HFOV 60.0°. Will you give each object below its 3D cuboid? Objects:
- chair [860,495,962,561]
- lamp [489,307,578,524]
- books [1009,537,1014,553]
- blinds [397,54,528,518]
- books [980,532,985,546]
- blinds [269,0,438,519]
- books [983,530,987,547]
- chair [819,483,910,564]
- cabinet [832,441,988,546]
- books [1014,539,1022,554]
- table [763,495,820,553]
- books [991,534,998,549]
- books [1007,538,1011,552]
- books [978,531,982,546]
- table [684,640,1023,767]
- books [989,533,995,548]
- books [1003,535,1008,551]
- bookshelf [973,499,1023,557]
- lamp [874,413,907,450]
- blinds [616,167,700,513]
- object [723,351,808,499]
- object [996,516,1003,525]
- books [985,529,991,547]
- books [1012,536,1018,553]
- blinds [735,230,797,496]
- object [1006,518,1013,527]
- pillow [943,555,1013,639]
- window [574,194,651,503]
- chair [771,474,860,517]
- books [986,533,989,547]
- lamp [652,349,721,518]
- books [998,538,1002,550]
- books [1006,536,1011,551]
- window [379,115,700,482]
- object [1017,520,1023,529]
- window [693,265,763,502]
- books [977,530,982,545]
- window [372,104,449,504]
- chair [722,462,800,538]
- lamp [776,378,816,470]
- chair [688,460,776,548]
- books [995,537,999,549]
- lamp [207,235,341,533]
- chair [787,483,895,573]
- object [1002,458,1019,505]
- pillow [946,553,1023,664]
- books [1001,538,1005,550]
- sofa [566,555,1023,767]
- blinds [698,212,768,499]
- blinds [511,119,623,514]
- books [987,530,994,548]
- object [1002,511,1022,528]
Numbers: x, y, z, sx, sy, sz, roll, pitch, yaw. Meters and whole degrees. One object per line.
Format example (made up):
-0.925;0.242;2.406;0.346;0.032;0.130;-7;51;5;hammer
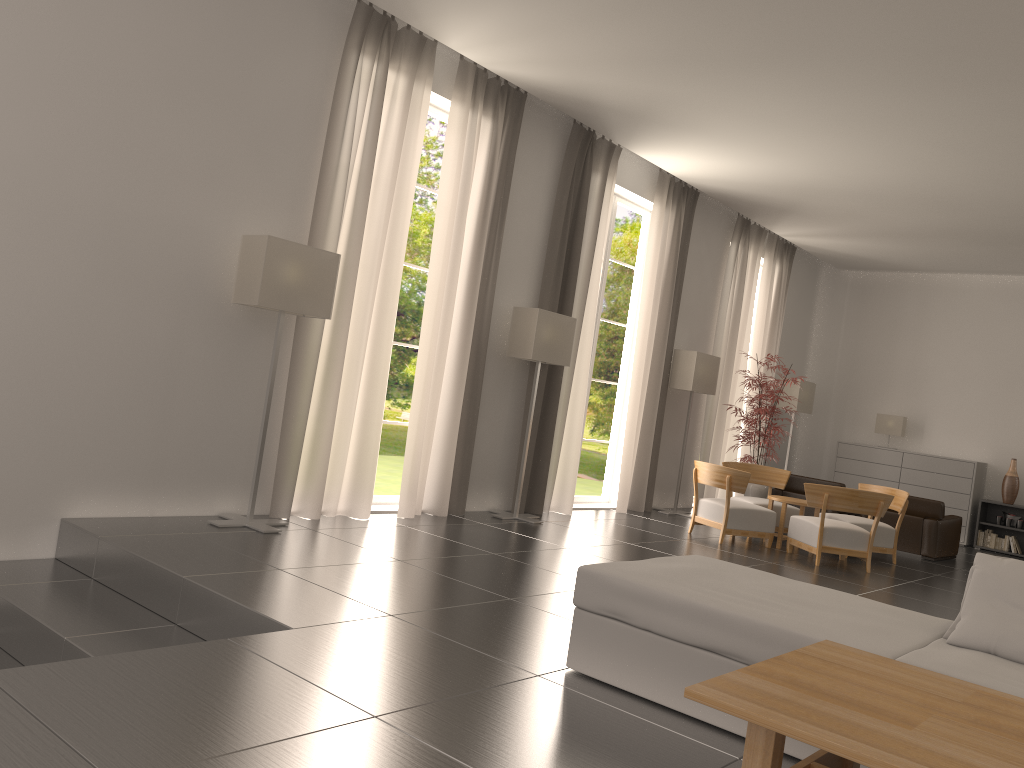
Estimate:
7.530;2.636;16.832;1.540;1.076;1.497;8;-1;40;chair
0.290;0.474;13.626;0.909;3.180;0.998;7;-2;40;lamp
10.740;3.446;19.008;0.130;0.322;0.251;7;-1;40;books
-0.722;-1.328;12.662;0.418;6.435;1.547;7;-2;36;blinds
10.304;3.386;19.378;0.039;0.313;0.245;7;-2;40;books
-1.941;-1.520;11.181;0.415;6.435;1.547;7;-2;44;blinds
10.350;3.370;19.366;0.039;0.358;0.209;7;-2;40;books
5.986;2.327;15.150;1.150;1.227;1.452;9;-1;-10;chair
9.213;2.517;20.795;3.084;1.877;1.038;8;-1;40;cabinet
10.811;3.471;18.946;0.142;0.290;0.251;8;-1;40;books
4.695;2.345;14.899;0.869;0.803;0.870;9;-1;-28;table
10.472;3.411;19.238;0.054;0.311;0.244;7;-2;40;books
10.688;3.445;19.059;0.017;0.305;0.238;7;-2;40;books
10.275;3.386;19.414;0.048;0.305;0.226;7;-2;40;books
1.753;1.816;3.694;1.602;0.840;1.597;8;-1;40;table
10.438;3.403;19.272;0.039;0.318;0.235;7;-2;40;books
10.661;3.430;19.117;0.055;0.329;0.187;7;-2;40;books
11.531;3.257;18.625;3.084;1.079;0.739;8;-1;40;bookshelf
9.092;1.150;21.334;0.620;0.796;0.309;8;-2;40;lamp
2.709;-0.787;16.839;0.418;6.435;1.547;7;-2;36;blinds
4.850;1.078;17.557;1.491;3.399;1.768;8;-1;25;object
10.583;2.969;19.265;0.135;0.179;0.135;8;-1;41;object
10.376;3.360;19.340;0.029;0.386;0.219;7;-2;40;books
10.776;3.435;18.991;0.138;0.355;0.235;7;-2;40;books
5.817;-0.298;20.621;0.418;6.435;1.547;7;-2;36;blinds
10.689;2.983;19.080;0.135;0.179;0.135;8;-1;41;object
3.337;1.457;5.648;0.920;0.577;0.548;8;-1;40;pillow
1.445;-0.667;16.305;0.110;5.753;2.639;7;-2;40;window
6.169;2.439;17.976;1.540;1.076;1.497;8;-1;40;chair
10.390;3.404;19.325;0.017;0.302;0.215;7;-2;40;books
3.429;0.969;17.446;0.909;3.180;0.998;7;-2;40;lamp
10.576;3.458;19.195;0.055;0.249;0.167;7;-2;40;books
10.669;3.433;19.067;0.019;0.325;0.254;7;-2;40;books
16.406;-1.031;16.667;99.243;20.591;48.546;8;-1;40;window
10.865;3.009;18.968;0.136;0.179;0.135;8;-1;10;object
4.779;-0.142;20.363;0.110;5.753;2.639;7;-2;40;window
10.241;3.364;19.428;0.022;0.339;0.253;7;-2;40;books
-1.889;-1.192;12.247;0.110;5.753;2.639;7;-2;40;window
4.510;2.111;16.044;1.451;1.227;1.151;9;-1;-15;chair
6.708;1.485;21.437;0.909;3.180;0.998;7;-2;40;lamp
3.617;1.968;14.653;1.149;1.227;1.453;9;-1;-25;chair
10.534;3.452;19.231;0.055;0.249;0.167;7;-2;40;books
-2.713;0.001;9.972;0.909;3.180;0.998;7;-2;40;lamp
5.018;2.173;13.756;1.451;1.227;1.151;9;-1;-5;chair
10.800;2.106;19.182;0.326;0.992;0.327;9;-1;-27;object
3.250;1.423;5.542;0.802;0.599;0.584;8;-1;39;pillow
10.619;3.464;19.159;0.055;0.249;0.167;7;-2;40;books
1.927;1.650;3.849;5.532;1.205;5.595;8;-1;40;sofa
4.748;-0.466;19.322;0.415;6.435;1.547;7;-2;44;blinds
0.921;-1.069;14.665;0.415;6.435;1.547;7;-2;44;blinds
10.413;3.366;19.300;0.039;0.384;0.232;7;-2;40;books
10.836;2.940;19.237;0.142;0.310;0.414;9;-1;-36;object
